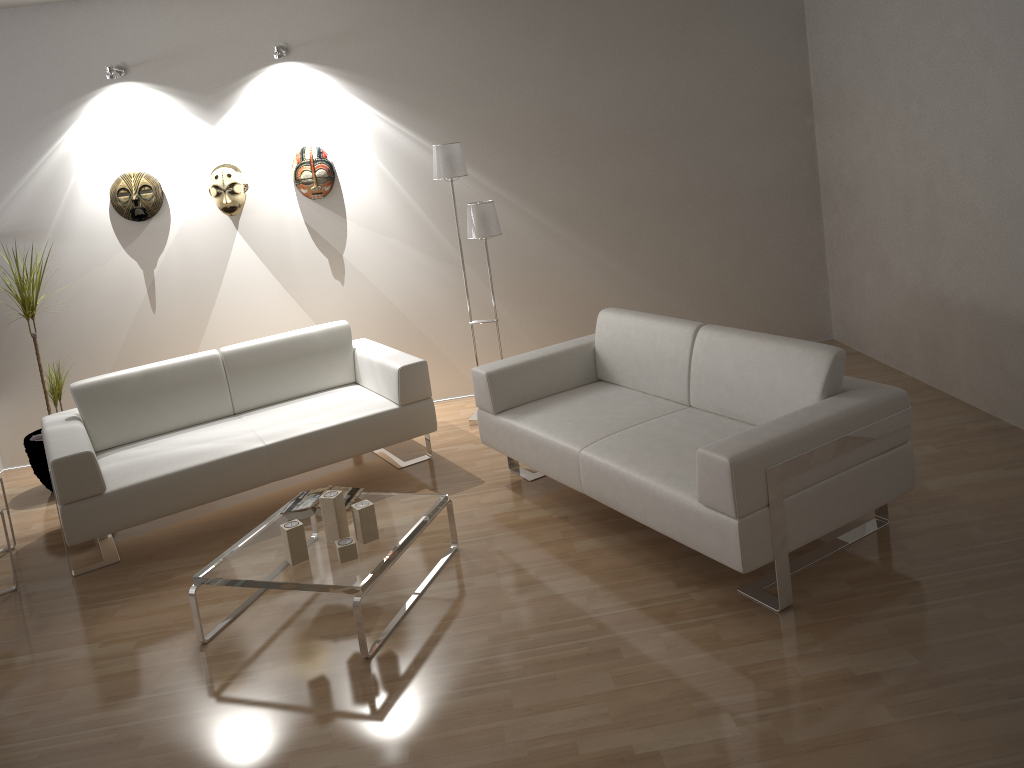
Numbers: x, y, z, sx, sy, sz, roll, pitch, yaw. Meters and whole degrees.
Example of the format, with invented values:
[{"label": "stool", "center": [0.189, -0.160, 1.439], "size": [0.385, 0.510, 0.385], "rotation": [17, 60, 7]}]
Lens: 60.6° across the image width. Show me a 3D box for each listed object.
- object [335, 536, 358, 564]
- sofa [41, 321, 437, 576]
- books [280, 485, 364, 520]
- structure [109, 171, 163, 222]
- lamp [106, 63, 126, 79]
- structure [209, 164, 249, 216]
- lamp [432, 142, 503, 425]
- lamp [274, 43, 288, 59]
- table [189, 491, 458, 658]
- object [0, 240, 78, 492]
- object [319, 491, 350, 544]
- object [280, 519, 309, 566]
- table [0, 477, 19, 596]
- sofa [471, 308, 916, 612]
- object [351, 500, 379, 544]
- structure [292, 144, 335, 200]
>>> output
[{"label": "object", "center": [-0.597, 0.591, 3.153], "size": [0.068, 0.072, 0.068], "rotation": [-12, 12, -19]}, {"label": "sofa", "center": [-1.390, 0.216, 4.521], "size": [1.811, 0.721, 0.918], "rotation": [-16, 15, -29]}, {"label": "books", "center": [-0.782, 0.487, 3.626], "size": [0.291, 0.054, 0.210], "rotation": [-5, 16, 10]}, {"label": "structure", "center": [-2.314, -1.151, 5.379], "size": [0.317, 0.309, 0.070], "rotation": [-9, 8, -5]}, {"label": "lamp", "center": [-2.376, -1.872, 5.236], "size": [0.080, 0.105, 0.196], "rotation": [-8, 14, -4]}, {"label": "structure", "center": [-1.761, -1.194, 5.405], "size": [0.243, 0.321, 0.133], "rotation": [-8, 9, -4]}, {"label": "lamp", "center": [-0.197, -0.591, 5.143], "size": [0.364, 1.632, 0.214], "rotation": [-6, 8, 16]}, {"label": "lamp", "center": [-1.411, -2.024, 5.318], "size": [0.080, 0.105, 0.196], "rotation": [-8, 14, -4]}, {"label": "table", "center": [-0.696, 0.695, 3.407], "size": [0.698, 0.243, 0.822], "rotation": [-2, 16, 20]}, {"label": "object", "center": [-2.673, -0.107, 4.951], "size": [0.439, 1.439, 0.515], "rotation": [-6, 8, 9]}, {"label": "object", "center": [-0.670, 0.496, 3.301], "size": [0.067, 0.192, 0.069], "rotation": [-5, 9, 21]}, {"label": "object", "center": [-0.792, 0.569, 3.183], "size": [0.068, 0.147, 0.067], "rotation": [-14, 11, -34]}, {"label": "table", "center": [-2.511, 0.713, 3.917], "size": [0.472, 0.390, 0.558], "rotation": [-15, 15, -28]}, {"label": "sofa", "center": [0.648, 0.164, 3.764], "size": [0.920, 0.720, 1.808], "rotation": [-14, 16, -28]}, {"label": "object", "center": [-0.551, 0.509, 3.279], "size": [0.068, 0.147, 0.067], "rotation": [-14, 11, -34]}, {"label": "structure", "center": [-1.246, -1.325, 5.474], "size": [0.265, 0.346, 0.077], "rotation": [-9, 8, -5]}]
